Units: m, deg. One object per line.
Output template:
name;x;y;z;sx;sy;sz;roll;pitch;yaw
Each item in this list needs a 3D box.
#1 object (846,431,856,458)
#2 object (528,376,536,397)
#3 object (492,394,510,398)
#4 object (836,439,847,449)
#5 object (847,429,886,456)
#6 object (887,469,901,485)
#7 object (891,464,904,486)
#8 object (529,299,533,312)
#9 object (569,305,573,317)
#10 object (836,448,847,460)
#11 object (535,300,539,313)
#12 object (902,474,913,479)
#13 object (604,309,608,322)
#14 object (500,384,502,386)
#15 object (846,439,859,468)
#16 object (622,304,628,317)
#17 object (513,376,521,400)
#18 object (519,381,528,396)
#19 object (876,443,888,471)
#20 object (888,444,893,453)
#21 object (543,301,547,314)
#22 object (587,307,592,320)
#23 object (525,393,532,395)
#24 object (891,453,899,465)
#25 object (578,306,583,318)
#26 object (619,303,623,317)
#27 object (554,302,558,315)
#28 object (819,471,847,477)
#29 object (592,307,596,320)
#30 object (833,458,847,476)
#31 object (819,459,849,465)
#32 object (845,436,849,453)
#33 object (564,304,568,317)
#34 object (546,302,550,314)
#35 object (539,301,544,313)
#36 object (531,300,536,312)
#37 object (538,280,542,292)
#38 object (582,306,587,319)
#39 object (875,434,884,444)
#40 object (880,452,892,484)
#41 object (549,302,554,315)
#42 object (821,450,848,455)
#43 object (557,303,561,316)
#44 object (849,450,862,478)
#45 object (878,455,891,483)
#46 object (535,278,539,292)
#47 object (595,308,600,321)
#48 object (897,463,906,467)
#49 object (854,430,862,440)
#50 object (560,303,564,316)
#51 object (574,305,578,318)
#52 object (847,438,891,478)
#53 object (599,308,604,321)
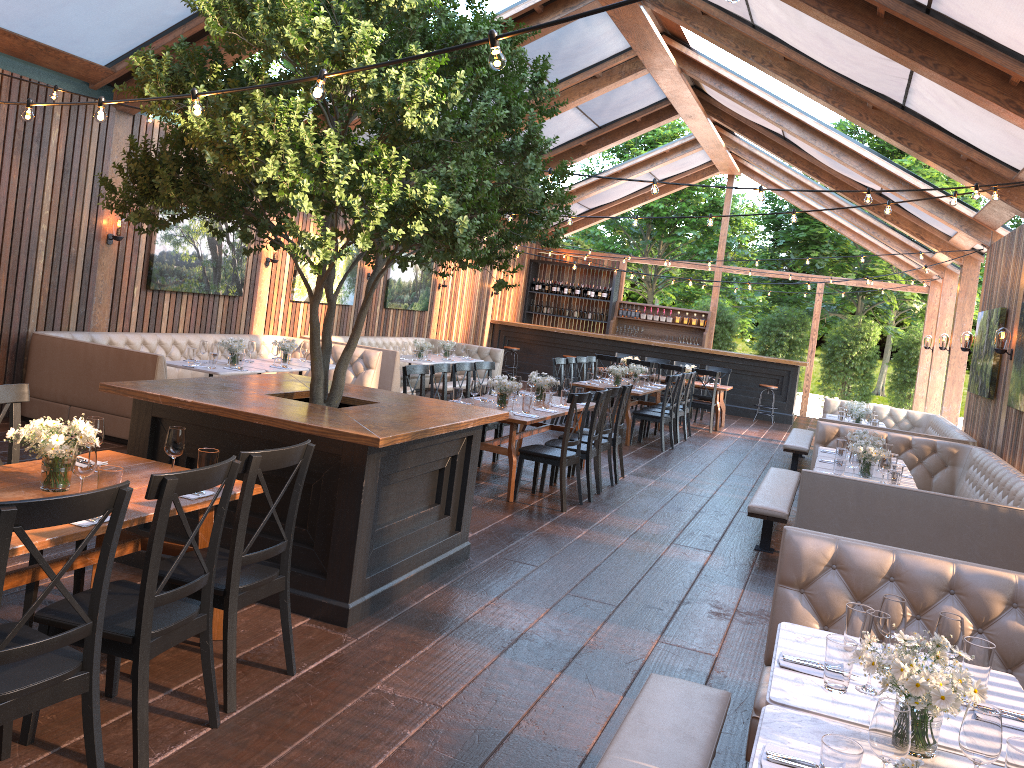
object;3.237;0.577;8.446;0.092;0.244;0.093;7;2;-22
object;0.216;0.014;9.692;0.092;0.244;0.093;5;3;-44
object;-0.085;0.126;9.296;0.256;0.019;0.157;9;6;21
object;3.127;0.609;8.416;0.092;0.158;0.092;8;2;7
object;3.264;0.572;8.179;0.338;0.309;0.328;10;4;37
object;2.891;0.736;6.719;0.092;0.158;0.092;8;2;7
object;3.074;0.727;7.076;0.092;0.158;0.092;8;2;7
object;0.475;-1.942;21.901;0.094;0.308;0.094;8;2;7
object;1.446;-1.778;21.487;0.095;0.308;0.094;8;2;20
object;2.862;0.641;7.707;0.092;0.158;0.092;8;2;7
object;0.630;-1.911;21.786;0.094;0.308;0.095;7;2;-15
object;3.322;0.777;7.630;0.256;0.019;0.157;9;6;21
object;2.266;-1.644;21.185;0.094;0.308;0.095;6;2;-44
object;-0.105;0.068;9.129;0.091;0.158;0.092;7;2;-13
object;2.980;0.610;7.739;0.092;0.244;0.093;7;2;-22
object;2.728;-1.769;21.286;0.094;0.318;0.094;9;2;35
object;0.045;0.042;9.146;0.092;0.244;0.093;6;2;-27
object;0.118;0.047;9.662;0.091;0.158;0.092;6;3;-33
object;3.240;0.641;7.760;0.092;0.244;0.093;7;2;-22
object;3.626;0.660;8.552;0.092;0.158;0.092;8;2;7
object;0.822;-1.883;21.751;0.095;0.308;0.094;8;2;18
object;1.872;-1.708;21.323;0.094;0.308;0.094;7;2;-16
object;0.121;0.101;9.845;0.256;0.019;0.157;9;6;21
object;3.348;0.695;7.799;0.092;0.158;0.092;8;2;7
object;1.667;-1.742;21.411;0.094;0.308;0.094;6;2;-43
object;2.642;-1.786;21.348;0.094;0.318;0.094;8;2;20
object;1.081;-1.840;21.650;0.095;0.308;0.094;8;2;16
object;2.587;0.728;7.138;0.256;0.019;0.157;9;6;21
object;1.979;-1.692;21.299;0.095;0.308;0.094;9;2;41
object;2.575;0.673;6.966;0.092;0.158;0.092;8;2;7
object;2.866;0.695;7.881;0.256;0.019;0.157;9;6;21
object;3.329;0.604;8.749;0.091;0.158;0.092;6;3;-33
object;1.325;-1.793;21.483;0.094;0.308;0.094;7;2;2
object;0.909;-1.870;21.734;0.094;0.308;0.094;7;2;-16
object;0.735;-1.897;21.786;0.094;0.308;0.094;6;2;-43
object;0.543;-1.924;21.809;0.095;0.308;0.094;8;2;25
object;0.698;-2.411;21.747;0.077;0.306;0.077;9;2;37
object;1.762;-1.723;21.336;0.094;0.308;0.095;7;2;-15
object;3.516;0.607;8.506;0.092;0.244;0.092;8;2;23
object;2.970;0.672;7.055;0.092;0.244;0.093;7;2;-22
object;0.975;-1.854;21.646;0.095;0.308;0.094;9;2;41
object;3.129;0.663;8.584;0.256;0.019;0.157;9;6;21
object;1.165;-1.825;21.603;0.094;0.308;0.095;6;2;-44
object;2.701;0.645;6.976;0.092;0.244;0.093;7;2;-22
object;2.870;0.680;6.833;0.092;0.244;0.093;7;2;-22
object;0.629;-2.438;21.804;0.087;0.334;0.087;7;2;0
object;2.065;-1.675;21.236;0.095;0.308;0.094;8;2;16
object;3.592;0.743;8.369;0.256;0.019;0.157;9;6;21
object;3.365;0.575;8.643;0.092;0.244;0.093;7;2;-22
object;1.232;-1.810;21.536;0.095;0.308;0.094;8;2;21
object;1.552;-1.759;21.428;0.095;0.308;0.094;8;2;18
object;2.930;0.613;7.280;0.338;0.309;0.328;10;4;32
object;2.158;-1.659;21.188;0.095;0.308;0.094;8;2;21
